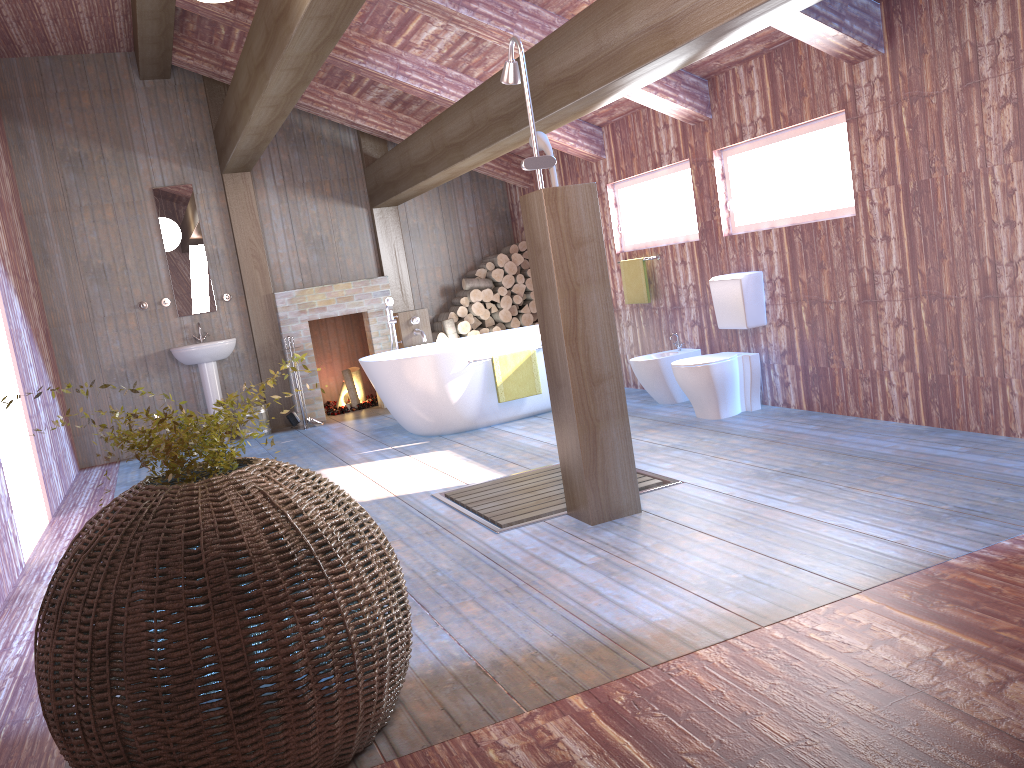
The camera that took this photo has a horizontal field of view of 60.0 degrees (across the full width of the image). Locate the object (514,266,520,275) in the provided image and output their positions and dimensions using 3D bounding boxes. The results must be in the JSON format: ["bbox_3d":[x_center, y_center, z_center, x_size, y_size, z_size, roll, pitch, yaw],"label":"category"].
[{"bbox_3d":[-0.023,-1.182,9.373,0.132,0.119,0.319,-12,8,-20],"label":"object"}]

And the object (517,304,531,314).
[{"bbox_3d":[0.058,-0.789,9.322,0.115,0.112,0.423,-12,8,-21],"label":"object"}]

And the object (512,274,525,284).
[{"bbox_3d":[0.009,-1.090,9.281,0.089,0.106,0.437,-12,8,-20],"label":"object"}]

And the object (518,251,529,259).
[{"bbox_3d":[0.078,-1.350,9.351,0.081,0.100,0.281,-12,8,-21],"label":"object"}]

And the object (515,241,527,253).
[{"bbox_3d":[0.067,-1.433,9.325,0.112,0.113,0.271,-12,8,-21],"label":"object"}]

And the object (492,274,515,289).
[{"bbox_3d":[-0.117,-1.051,9.234,0.143,0.151,0.440,-12,8,-21],"label":"object"}]

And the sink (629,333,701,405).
[{"bbox_3d":[1.142,-0.108,6.664,0.515,0.517,0.335,-12,8,-20],"label":"sink"}]

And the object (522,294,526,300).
[{"bbox_3d":[0.081,-0.920,9.371,0.088,0.092,0.280,-12,8,-20],"label":"object"}]

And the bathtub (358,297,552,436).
[{"bbox_3d":[-0.250,-0.252,7.177,1.935,1.109,1.460,-9,7,0],"label":"bathtub"}]

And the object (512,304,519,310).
[{"bbox_3d":[0.007,-0.804,9.285,0.065,0.069,0.177,-12,8,-22],"label":"object"}]

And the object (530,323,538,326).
[{"bbox_3d":[0.180,-0.582,9.408,0.139,0.137,0.455,-12,8,-23],"label":"object"}]

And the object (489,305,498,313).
[{"bbox_3d":[-0.231,-0.786,9.206,0.085,0.096,0.280,-12,8,-20],"label":"object"}]

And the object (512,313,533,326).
[{"bbox_3d":[0.073,-0.674,9.343,0.137,0.133,0.437,-12,8,-23],"label":"object"}]

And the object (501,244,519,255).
[{"bbox_3d":[-0.026,-1.389,9.288,0.104,0.121,0.270,-12,8,-20],"label":"object"}]

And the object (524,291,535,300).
[{"bbox_3d":[0.154,-0.930,9.352,0.102,0.109,0.438,-12,8,-21],"label":"object"}]

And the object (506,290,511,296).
[{"bbox_3d":[-0.093,-0.926,9.227,0.095,0.090,0.278,-12,8,-20],"label":"object"}]

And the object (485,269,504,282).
[{"bbox_3d":[-0.227,-1.121,9.203,0.139,0.148,0.458,-12,8,-21],"label":"object"}]

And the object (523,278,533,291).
[{"bbox_3d":[0.126,-1.045,9.338,0.147,0.152,0.439,-12,8,-21],"label":"object"}]

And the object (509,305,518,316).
[{"bbox_3d":[-0.052,-0.765,9.263,0.111,0.118,0.302,-12,8,-22],"label":"object"}]

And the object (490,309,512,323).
[{"bbox_3d":[-0.157,-0.708,9.237,0.141,0.143,0.437,-12,8,-23],"label":"object"}]

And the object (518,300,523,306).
[{"bbox_3d":[0.055,-0.851,9.303,0.067,0.069,0.177,-12,8,-21],"label":"object"}]

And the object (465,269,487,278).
[{"bbox_3d":[-0.370,-1.131,9.228,0.140,0.121,0.319,-12,8,-20],"label":"object"}]

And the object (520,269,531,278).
[{"bbox_3d":[0.122,-1.158,9.325,0.102,0.109,0.438,-12,8,-21],"label":"object"}]

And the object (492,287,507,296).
[{"bbox_3d":[-0.176,-0.960,9.210,0.102,0.109,0.438,-12,8,-21],"label":"object"}]

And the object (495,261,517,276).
[{"bbox_3d":[-0.102,-1.192,9.231,0.141,0.143,0.437,-12,8,-23],"label":"object"}]

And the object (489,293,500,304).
[{"bbox_3d":[-0.246,-0.873,9.187,0.109,0.124,0.424,-12,8,-22],"label":"object"}]

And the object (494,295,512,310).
[{"bbox_3d":[-0.137,-0.838,9.238,0.136,0.157,0.439,-12,8,-20],"label":"object"}]

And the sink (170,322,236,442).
[{"bbox_3d":[-2.792,-0.008,8.235,0.582,1.143,0.475,-12,8,-22],"label":"sink"}]

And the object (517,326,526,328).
[{"bbox_3d":[0.045,-0.563,9.439,0.118,0.106,0.319,-12,8,-24],"label":"object"}]

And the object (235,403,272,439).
[{"bbox_3d":[-2.443,0.351,8.374,0.309,0.290,0.308,-10,7,-11],"label":"object"}]

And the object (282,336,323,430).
[{"bbox_3d":[-2.070,-0.017,8.421,0.276,0.888,0.333,-6,8,20],"label":"object"}]

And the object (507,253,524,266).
[{"bbox_3d":[-0.023,-1.289,9.279,0.133,0.142,0.456,-12,8,-20],"label":"object"}]

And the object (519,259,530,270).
[{"bbox_3d":[0.091,-1.253,9.346,0.107,0.115,0.269,-12,8,-20],"label":"object"}]

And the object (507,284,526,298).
[{"bbox_3d":[-0.014,-0.971,9.312,0.172,0.151,0.482,-12,8,-20],"label":"object"}]

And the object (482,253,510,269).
[{"bbox_3d":[-0.170,-1.273,9.217,0.135,0.139,0.456,-12,8,-20],"label":"object"}]

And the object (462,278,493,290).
[{"bbox_3d":[-0.353,-1.016,9.027,0.302,0.157,0.121,-12,8,-20],"label":"object"}]

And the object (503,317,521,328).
[{"bbox_3d":[-0.028,-0.639,9.268,0.114,0.113,0.301,-12,8,-24],"label":"object"}]

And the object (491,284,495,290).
[{"bbox_3d":[-0.289,-1.013,9.269,0.121,0.124,0.291,-12,8,-20],"label":"object"}]

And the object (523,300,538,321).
[{"bbox_3d":[0.166,-0.766,9.378,0.137,0.256,0.439,-12,8,-21],"label":"object"}]

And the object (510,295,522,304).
[{"bbox_3d":[-0.022,-0.883,9.280,0.102,0.109,0.438,-12,8,-21],"label":"object"}]

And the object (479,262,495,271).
[{"bbox_3d":[-0.261,-1.210,9.152,0.094,0.097,0.227,-12,8,-20],"label":"object"}]

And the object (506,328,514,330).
[{"bbox_3d":[-0.008,-0.534,9.278,0.116,0.117,0.289,-12,8,-24],"label":"object"}]
